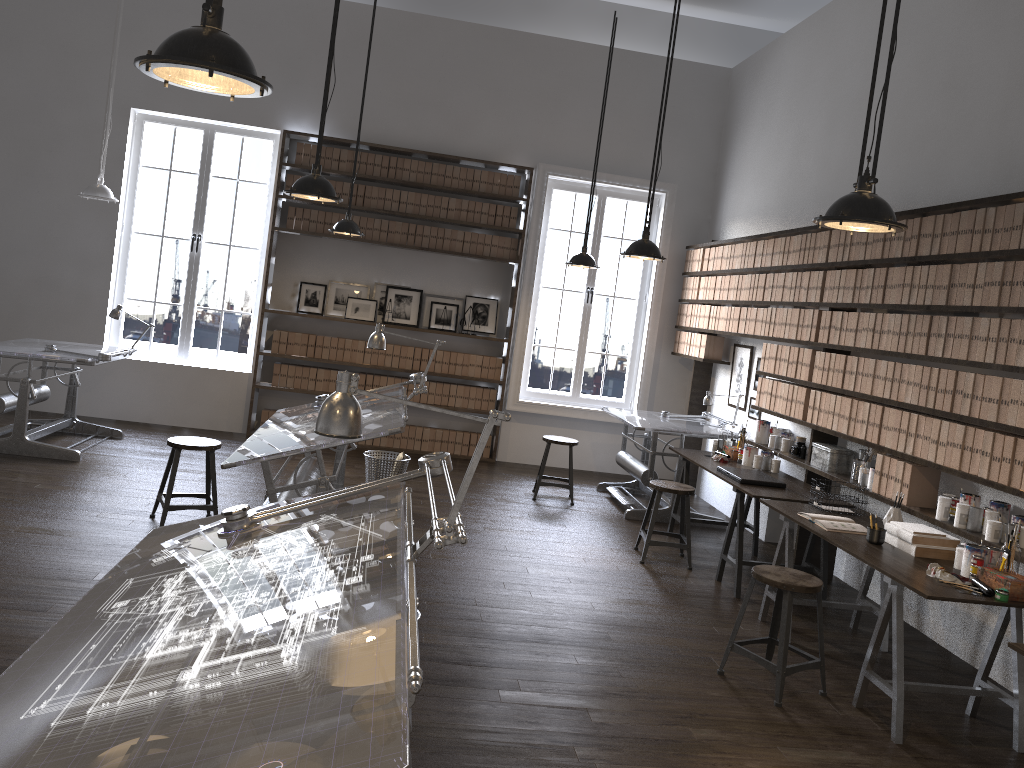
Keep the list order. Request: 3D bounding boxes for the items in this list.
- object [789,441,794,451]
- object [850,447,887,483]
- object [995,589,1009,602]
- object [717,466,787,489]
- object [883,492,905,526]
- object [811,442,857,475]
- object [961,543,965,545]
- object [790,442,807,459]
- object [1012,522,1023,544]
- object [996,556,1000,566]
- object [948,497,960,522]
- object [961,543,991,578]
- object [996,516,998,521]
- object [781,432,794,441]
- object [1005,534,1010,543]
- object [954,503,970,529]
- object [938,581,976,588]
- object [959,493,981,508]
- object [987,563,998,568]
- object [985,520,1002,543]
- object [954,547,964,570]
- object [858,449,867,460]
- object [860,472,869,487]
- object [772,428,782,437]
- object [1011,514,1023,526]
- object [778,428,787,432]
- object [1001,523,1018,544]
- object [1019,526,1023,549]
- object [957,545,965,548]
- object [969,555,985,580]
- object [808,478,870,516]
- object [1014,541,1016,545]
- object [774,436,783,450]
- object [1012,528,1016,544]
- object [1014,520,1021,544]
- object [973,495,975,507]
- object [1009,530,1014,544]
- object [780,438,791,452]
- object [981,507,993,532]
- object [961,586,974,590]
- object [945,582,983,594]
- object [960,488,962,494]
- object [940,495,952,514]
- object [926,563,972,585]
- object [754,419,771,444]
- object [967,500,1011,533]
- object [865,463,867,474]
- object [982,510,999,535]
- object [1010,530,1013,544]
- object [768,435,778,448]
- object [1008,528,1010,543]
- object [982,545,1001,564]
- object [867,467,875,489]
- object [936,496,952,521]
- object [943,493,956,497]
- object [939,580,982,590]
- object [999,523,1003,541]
[{"bbox_3d":[2.062,0.461,6.571,0.054,0.080,0.054,9,3,20],"label":"object"},{"bbox_3d":[2.183,0.471,5.481,0.156,0.271,0.182,6,3,-23],"label":"object"},{"bbox_3d":[1.992,0.860,3.600,0.049,0.037,0.049,7,4,-4],"label":"object"},{"bbox_3d":[1.576,0.614,5.856,0.312,0.033,0.447,7,5,-8],"label":"object"},{"bbox_3d":[2.060,0.685,4.762,0.102,0.209,0.101,9,3,37],"label":"object"},{"bbox_3d":[2.119,0.491,5.855,0.192,0.152,0.318,7,4,-8],"label":"object"},{"bbox_3d":[2.136,0.801,4.160,0.062,0.094,0.062,9,3,33],"label":"object"},{"bbox_3d":[2.024,0.462,6.285,0.091,0.108,0.171,7,4,-8],"label":"object"},{"bbox_3d":[2.346,0.699,4.123,0.045,0.102,0.044,7,3,-16],"label":"object"},{"bbox_3d":[2.091,0.796,3.831,0.005,0.130,0.040,7,2,-10],"label":"object"},{"bbox_3d":[2.260,0.643,4.520,0.044,0.127,0.045,7,2,-7],"label":"object"},{"bbox_3d":[2.061,0.791,3.937,0.104,0.141,0.105,8,3,0],"label":"object"},{"bbox_3d":[2.295,0.675,4.182,0.035,0.104,0.004,7,2,-9],"label":"object"},{"bbox_3d":[2.065,0.431,6.656,0.094,0.128,0.095,9,3,23],"label":"object"},{"bbox_3d":[2.090,0.712,3.740,0.038,0.153,0.008,9,3,42],"label":"object"},{"bbox_3d":[2.220,0.651,4.369,0.061,0.119,0.062,5,3,-39],"label":"object"},{"bbox_3d":[1.876,0.845,3.725,0.157,0.006,0.006,9,4,13],"label":"object"},{"bbox_3d":[2.300,0.638,4.462,0.094,0.161,0.095,7,3,-11],"label":"object"},{"bbox_3d":[2.093,0.829,3.849,0.059,0.088,0.060,7,3,-3],"label":"object"},{"bbox_3d":[2.241,0.685,4.123,0.062,0.095,0.062,9,3,24],"label":"object"},{"bbox_3d":[2.058,0.800,4.048,0.062,0.094,0.061,10,4,42],"label":"object"},{"bbox_3d":[2.235,0.514,5.634,0.078,0.188,0.079,6,3,-29],"label":"object"},{"bbox_3d":[2.190,0.580,5.323,0.181,0.093,0.062,8,3,6],"label":"object"},{"bbox_3d":[2.016,0.406,6.746,0.070,0.130,0.070,9,3,30],"label":"object"},{"bbox_3d":[2.398,0.689,4.170,0.094,0.129,0.094,6,3,-20],"label":"object"},{"bbox_3d":[2.069,0.408,6.806,0.072,0.129,0.071,10,3,39],"label":"object"},{"bbox_3d":[2.298,0.696,4.090,0.063,0.094,0.063,9,3,24],"label":"object"},{"bbox_3d":[2.363,0.707,4.064,0.062,0.095,0.062,9,3,24],"label":"object"},{"bbox_3d":[2.094,0.800,4.108,0.063,0.093,0.062,9,3,33],"label":"object"},{"bbox_3d":[2.029,0.807,3.866,0.049,0.111,0.050,7,2,-4],"label":"object"},{"bbox_3d":[1.888,0.656,5.114,0.284,0.160,0.204,7,4,-8],"label":"object"},{"bbox_3d":[2.106,0.724,3.724,0.011,0.135,0.005,8,2,13],"label":"object"},{"bbox_3d":[1.978,0.441,6.563,0.063,0.093,0.063,6,3,-22],"label":"object"},{"bbox_3d":[2.112,0.700,3.743,0.006,0.182,0.053,9,3,35],"label":"object"},{"bbox_3d":[2.118,0.682,3.732,0.020,0.228,0.007,8,2,24],"label":"object"},{"bbox_3d":[2.285,0.633,4.385,0.030,0.168,0.004,8,2,15],"label":"object"},{"bbox_3d":[2.090,0.703,3.730,0.021,0.180,0.005,8,2,12],"label":"object"},{"bbox_3d":[2.008,0.449,6.503,0.061,0.094,0.062,6,3,-22],"label":"object"},{"bbox_3d":[2.313,0.667,4.322,0.045,0.127,0.044,8,2,10],"label":"object"},{"bbox_3d":[1.886,0.852,3.728,0.119,0.006,0.008,12,6,41],"label":"object"},{"bbox_3d":[1.888,0.853,3.710,0.005,0.005,0.158,4,6,-42],"label":"object"},{"bbox_3d":[2.312,0.622,4.563,0.009,0.168,0.041,7,2,-4],"label":"object"},{"bbox_3d":[2.235,0.636,4.572,0.063,0.118,0.062,9,3,33],"label":"object"},{"bbox_3d":[1.880,0.822,3.830,0.132,0.050,0.198,4,6,-37],"label":"object"},{"bbox_3d":[1.932,0.369,6.839,0.107,0.176,0.107,7,3,-6],"label":"object"},{"bbox_3d":[2.327,0.652,4.336,0.205,0.161,0.094,7,3,-6],"label":"object"},{"bbox_3d":[2.137,0.543,5.345,0.008,0.125,0.041,7,2,-19],"label":"object"},{"bbox_3d":[2.303,0.672,4.261,0.061,0.119,0.062,5,3,-39],"label":"object"},{"bbox_3d":[2.098,0.700,3.731,0.008,0.186,0.071,9,3,35],"label":"object"},{"bbox_3d":[1.956,0.431,6.629,0.061,0.094,0.062,6,3,-22],"label":"object"},{"bbox_3d":[2.100,0.687,3.749,0.007,0.213,0.055,7,2,-1],"label":"object"},{"bbox_3d":[2.159,0.805,3.998,0.094,0.128,0.095,7,3,-11],"label":"object"},{"bbox_3d":[2.163,0.566,5.247,0.094,0.128,0.095,7,3,-1],"label":"object"},{"bbox_3d":[2.199,0.636,4.512,0.062,0.119,0.061,10,3,42],"label":"object"},{"bbox_3d":[2.276,0.637,4.624,0.062,0.119,0.062,9,3,33],"label":"object"},{"bbox_3d":[1.883,0.844,3.721,0.011,0.017,0.172,5,5,-39],"label":"object"},{"bbox_3d":[2.309,0.701,4.175,0.054,0.081,0.054,7,3,-17],"label":"object"}]
